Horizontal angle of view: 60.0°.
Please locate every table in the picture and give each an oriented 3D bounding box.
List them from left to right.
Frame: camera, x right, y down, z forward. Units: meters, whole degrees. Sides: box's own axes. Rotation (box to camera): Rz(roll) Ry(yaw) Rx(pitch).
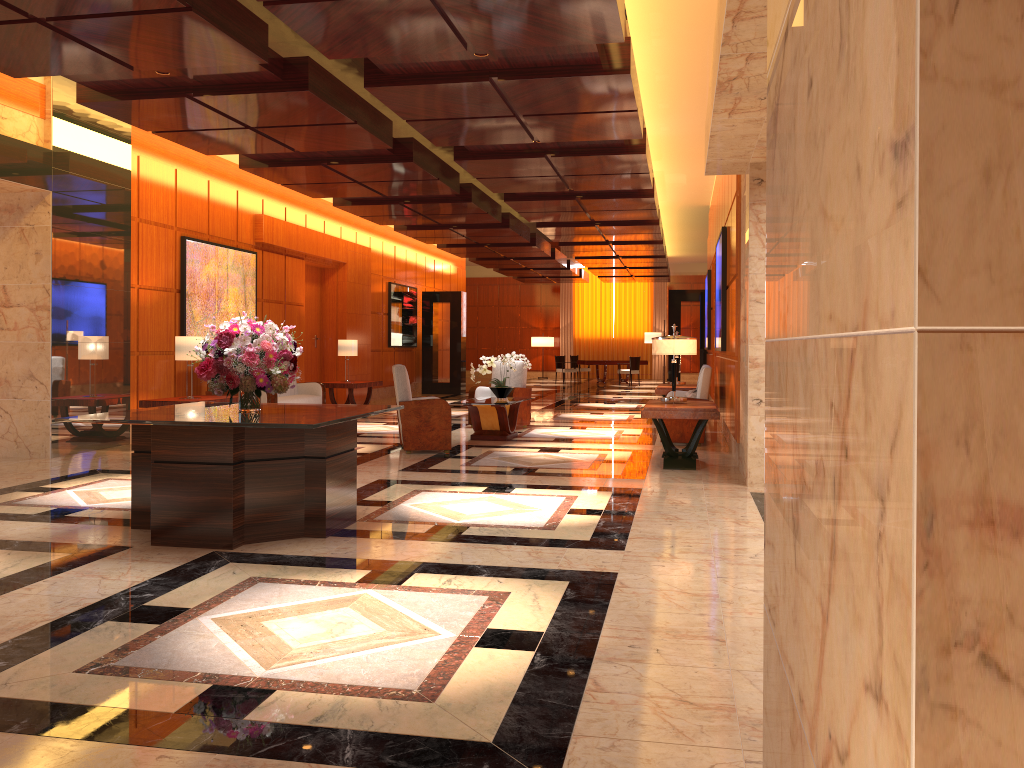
[{"bbox_3d":[-3.770,0.436,10.598,0.725,0.534,1.168,1,2,14],"label":"table"},{"bbox_3d":[-1.716,0.549,5.766,1.600,0.744,1.601,1,2,11],"label":"table"},{"bbox_3d":[-2.822,0.231,15.518,0.725,0.534,1.168,1,2,14],"label":"table"},{"bbox_3d":[-0.224,0.449,11.310,0.722,0.496,1.561,1,2,14],"label":"table"},{"bbox_3d":[3.139,-0.373,27.669,2.107,0.741,0.784,0,2,-18],"label":"table"},{"bbox_3d":[1.694,0.504,8.914,0.725,0.606,1.271,1,2,11],"label":"table"},{"bbox_3d":[2.494,0.331,13.060,0.725,0.606,1.271,1,2,11],"label":"table"}]

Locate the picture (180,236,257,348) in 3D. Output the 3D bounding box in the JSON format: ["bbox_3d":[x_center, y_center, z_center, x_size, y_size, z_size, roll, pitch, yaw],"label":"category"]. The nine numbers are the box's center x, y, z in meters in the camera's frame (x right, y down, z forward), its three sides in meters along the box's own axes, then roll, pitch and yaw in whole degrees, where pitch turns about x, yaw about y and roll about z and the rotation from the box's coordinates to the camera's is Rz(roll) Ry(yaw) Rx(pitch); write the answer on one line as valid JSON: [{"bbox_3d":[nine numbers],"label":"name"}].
[{"bbox_3d":[-4.085,-1.234,12.477,0.056,1.452,1.998,0,2,11],"label":"picture"}]

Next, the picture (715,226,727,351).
[{"bbox_3d":[2.652,-1.146,11.277,0.056,1.452,1.998,0,2,11],"label":"picture"}]

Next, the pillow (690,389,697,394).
[{"bbox_3d":[2.308,0.191,11.375,0.160,0.253,0.358,0,2,8],"label":"pillow"}]

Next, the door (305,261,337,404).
[{"bbox_3d":[-3.640,-0.856,16.136,0.340,2.651,1.500,0,1,11],"label":"door"}]

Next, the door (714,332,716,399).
[{"bbox_3d":[3.575,-0.759,14.765,0.340,2.651,1.538,0,1,11],"label":"door"}]

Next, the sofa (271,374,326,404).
[{"bbox_3d":[-3.451,0.112,13.390,0.612,0.932,1.800,0,2,11],"label":"sofa"}]

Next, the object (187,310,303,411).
[{"bbox_3d":[-1.711,-0.154,5.783,0.650,0.658,0.680,0,1,2],"label":"object"}]

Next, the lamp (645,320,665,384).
[{"bbox_3d":[2.640,-0.316,15.868,0.526,1.660,0.360,0,0,1],"label":"lamp"}]

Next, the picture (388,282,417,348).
[{"bbox_3d":[-2.521,-1.573,20.589,0.056,1.452,1.998,0,2,11],"label":"picture"}]

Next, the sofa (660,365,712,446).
[{"bbox_3d":[2.237,0.229,11.368,0.612,0.932,1.800,0,2,11],"label":"sofa"}]

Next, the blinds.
[{"bbox_3d":[3.654,-2.214,32.123,3.853,4.064,0.149,1,0,11],"label":"blinds"}]

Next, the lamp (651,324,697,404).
[{"bbox_3d":[1.656,-0.210,9.058,0.458,0.810,0.459,1,1,20],"label":"lamp"}]

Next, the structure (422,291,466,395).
[{"bbox_3d":[-1.665,-1.008,21.717,0.985,2.497,0.500,0,0,11],"label":"structure"}]

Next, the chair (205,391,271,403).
[{"bbox_3d":[-3.646,0.167,11.781,0.628,0.960,0.738,0,1,10],"label":"chair"}]

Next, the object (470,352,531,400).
[{"bbox_3d":[-0.143,-0.111,11.414,0.788,0.617,0.417,0,1,-12],"label":"object"}]

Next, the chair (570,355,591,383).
[{"bbox_3d":[2.191,-0.493,28.924,0.576,0.894,0.584,1,1,39],"label":"chair"}]

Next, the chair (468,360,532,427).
[{"bbox_3d":[-0.162,0.141,12.818,0.738,0.961,0.629,1,1,30],"label":"chair"}]

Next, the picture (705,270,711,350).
[{"bbox_3d":[3.761,-1.387,17.032,0.056,1.452,1.998,0,2,11],"label":"picture"}]

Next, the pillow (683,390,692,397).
[{"bbox_3d":[2.363,0.181,11.807,0.195,0.227,0.344,1,2,16],"label":"pillow"}]

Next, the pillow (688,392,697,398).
[{"bbox_3d":[2.189,0.223,10.942,0.202,0.229,0.273,1,2,13],"label":"pillow"}]

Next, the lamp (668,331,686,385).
[{"bbox_3d":[2.443,-0.388,13.137,0.458,0.793,0.459,0,1,-27],"label":"lamp"}]

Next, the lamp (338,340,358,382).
[{"bbox_3d":[0.284,-0.147,9.894,0.335,0.734,13.007,0,2,-30],"label":"lamp"}]

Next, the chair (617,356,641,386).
[{"bbox_3d":[3.574,-0.393,26.748,0.584,0.894,0.576,0,1,-36],"label":"chair"}]

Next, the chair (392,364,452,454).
[{"bbox_3d":[-1.019,0.260,9.946,0.628,0.960,0.738,0,1,-10],"label":"chair"}]

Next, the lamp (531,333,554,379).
[{"bbox_3d":[1.105,-1.014,31.973,0.811,1.660,0.811,0,1,-39],"label":"lamp"}]

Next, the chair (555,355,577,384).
[{"bbox_3d":[1.645,-0.448,27.790,0.584,0.894,0.576,0,1,-41],"label":"chair"}]
